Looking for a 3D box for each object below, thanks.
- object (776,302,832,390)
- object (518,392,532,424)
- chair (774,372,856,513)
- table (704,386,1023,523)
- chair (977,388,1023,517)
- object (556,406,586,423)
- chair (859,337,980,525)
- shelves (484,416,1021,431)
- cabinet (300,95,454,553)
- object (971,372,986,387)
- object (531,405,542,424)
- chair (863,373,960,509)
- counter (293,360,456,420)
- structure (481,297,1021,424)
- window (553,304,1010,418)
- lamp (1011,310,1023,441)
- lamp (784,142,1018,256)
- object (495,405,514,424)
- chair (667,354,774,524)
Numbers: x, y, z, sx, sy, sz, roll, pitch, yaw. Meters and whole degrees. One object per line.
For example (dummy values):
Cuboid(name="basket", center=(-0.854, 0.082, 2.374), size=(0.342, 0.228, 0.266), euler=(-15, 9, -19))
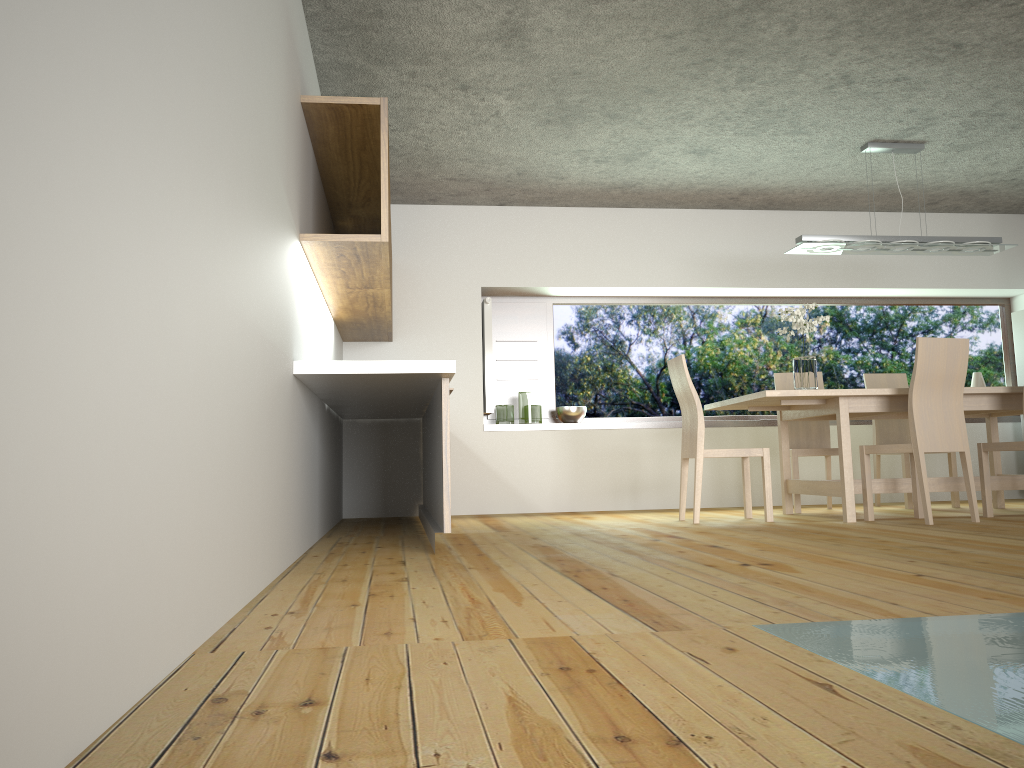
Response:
Cuboid(name="object", center=(1.865, -0.220, 5.661), size=(0.304, 0.610, 0.301), euler=(-1, -7, -4))
Cuboid(name="object", center=(0.101, 0.194, 7.076), size=(0.099, 0.260, 0.099), euler=(-1, -7, -3))
Cuboid(name="chair", center=(2.147, 0.397, 6.368), size=(0.404, 1.021, 0.504), euler=(-2, -7, 3))
Cuboid(name="table", center=(2.640, 0.449, 5.645), size=(2.500, 0.758, 1.196), euler=(-1, -6, -4))
Cuboid(name="chair", center=(3.027, 0.261, 5.116), size=(0.404, 1.021, 0.504), euler=(0, -7, -8))
Cuboid(name="object", center=(0.480, 0.257, 7.196), size=(0.247, 0.137, 0.246), euler=(-4, -6, 27))
Cuboid(name="chair", center=(2.325, 0.273, 5.084), size=(0.404, 1.021, 0.504), euler=(1, -7, -18))
Cuboid(name="shelves", center=(2.169, 0.336, 7.421), size=(4.870, 0.054, 0.402), euler=(-1, -5, -7))
Cuboid(name="cabinet", center=(-0.778, -0.133, 5.334), size=(0.656, 2.011, 3.081), euler=(0, -6, -7))
Cuboid(name="object", center=(4.018, 0.093, 7.626), size=(0.153, 0.385, 0.153), euler=(0, -7, -11))
Cuboid(name="object", center=(0.171, 0.253, 7.210), size=(0.111, 0.161, 0.111), euler=(1, -7, -23))
Cuboid(name="chair", center=(2.955, 0.402, 6.613), size=(0.404, 1.021, 0.504), euler=(0, -7, -9))
Cuboid(name="counter", center=(-0.763, 0.087, 5.211), size=(0.652, 0.054, 3.274), euler=(-1, -5, -7))
Cuboid(name="structure", center=(2.153, -0.203, 7.509), size=(4.875, 1.158, 0.524), euler=(-1, -7, -7))
Cuboid(name="window", center=(2.418, -0.215, 7.761), size=(4.186, 0.982, 0.012), euler=(-1, -7, -7))
Cuboid(name="lamp", center=(4.363, 0.135, 7.236), size=(0.280, 1.505, 0.279), euler=(0, -7, -7))
Cuboid(name="lamp", center=(2.569, -1.247, 5.927), size=(1.490, 0.722, 0.289), euler=(-1, -7, -7))
Cuboid(name="object", center=(-0.057, 0.249, 7.110), size=(0.111, 0.161, 0.112), euler=(-5, -8, 32))
Cuboid(name="chair", center=(1.280, 0.338, 5.523), size=(0.506, 1.021, 0.403), euler=(-1, -7, -4))
